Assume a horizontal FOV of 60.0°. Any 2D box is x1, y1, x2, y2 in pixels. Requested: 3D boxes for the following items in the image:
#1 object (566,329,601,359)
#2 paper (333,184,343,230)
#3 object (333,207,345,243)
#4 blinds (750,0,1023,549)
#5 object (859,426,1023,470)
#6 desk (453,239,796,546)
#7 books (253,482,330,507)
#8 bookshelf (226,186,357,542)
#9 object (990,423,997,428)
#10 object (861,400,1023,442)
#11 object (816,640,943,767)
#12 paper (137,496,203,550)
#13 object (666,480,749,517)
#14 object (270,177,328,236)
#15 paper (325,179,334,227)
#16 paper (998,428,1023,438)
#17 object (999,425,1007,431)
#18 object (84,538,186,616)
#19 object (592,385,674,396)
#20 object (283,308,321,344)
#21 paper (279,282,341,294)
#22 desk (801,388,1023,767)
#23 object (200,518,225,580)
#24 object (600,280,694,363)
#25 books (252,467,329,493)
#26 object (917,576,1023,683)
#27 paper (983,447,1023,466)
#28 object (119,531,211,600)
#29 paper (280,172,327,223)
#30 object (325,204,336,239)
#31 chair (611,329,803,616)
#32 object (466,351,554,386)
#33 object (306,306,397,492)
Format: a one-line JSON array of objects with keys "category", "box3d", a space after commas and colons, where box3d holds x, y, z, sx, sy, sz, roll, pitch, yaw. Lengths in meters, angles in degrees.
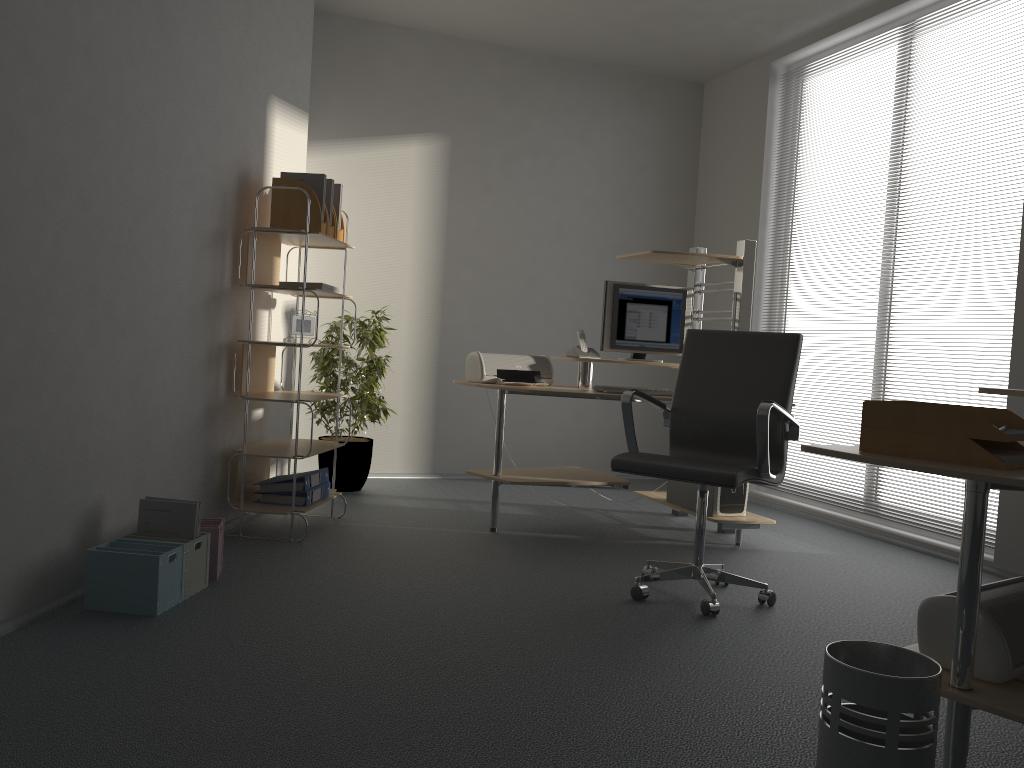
[{"category": "object", "box3d": [0.382, -0.214, 4.712, 0.150, 0.151, 0.119, 2, 3, -35]}, {"category": "paper", "box3d": [-0.953, -0.845, 4.403, 0.213, 0.297, 0.045, 4, 2, 10]}, {"category": "object", "box3d": [-0.956, -0.825, 4.383, 0.243, 0.259, 0.113, 4, 2, 10]}, {"category": "blinds", "box3d": [2.067, -0.636, 5.074, 0.037, 2.749, 1.950, 3, 2, -21]}, {"category": "object", "box3d": [0.972, 0.135, 1.963, 0.225, 0.060, 0.309, 1, 3, -42]}, {"category": "desk", "box3d": [0.539, -0.012, 4.521, 1.469, 1.566, 0.967, 3, 2, -21]}, {"category": "books", "box3d": [-1.048, 0.515, 4.240, 0.262, 0.072, 0.320, 4, 2, 7]}, {"category": "bookshelf", "box3d": [-1.023, -0.094, 4.231, 0.381, 1.572, 0.724, 4, 2, 6]}, {"category": "object", "box3d": [1.038, 0.093, 1.913, 0.008, 0.009, 0.159, 4, 2, 24]}, {"category": "object", "box3d": [0.975, 0.079, 1.961, 0.225, 0.060, 0.309, 1, 3, -42]}, {"category": "object", "box3d": [0.697, 0.712, 1.704, 0.208, 0.377, 0.208, 4, 2, 23]}, {"category": "paper", "box3d": [-1.209, 0.559, 3.112, 0.220, 0.306, 0.068, 4, 2, 6]}, {"category": "object", "box3d": [1.031, 0.446, 4.654, 0.199, 0.422, 0.471, 3, 2, -21]}, {"category": "object", "box3d": [-0.987, -0.817, 4.137, 0.243, 0.259, 0.113, 4, 2, 4]}, {"category": "paper", "box3d": [-0.973, -0.842, 4.280, 0.213, 0.297, 0.045, 4, 2, 7]}, {"category": "paper", "box3d": [0.975, 0.095, 1.961, 0.210, 0.010, 0.297, 1, 3, -42]}, {"category": "object", "box3d": [1.043, 0.094, 1.884, 0.008, 0.009, 0.159, 5, 3, 33]}, {"category": "object", "box3d": [-1.234, 0.636, 2.916, 0.245, 0.202, 0.185, 4, 2, 6]}, {"category": "object", "box3d": [0.583, 0.047, 4.650, 0.478, 0.082, 0.814, 3, 2, -13]}, {"category": "object", "box3d": [-0.991, -0.273, 4.213, 0.077, 0.161, 0.192, 5, 2, 25]}, {"category": "paper", "box3d": [-0.977, -0.463, 4.309, 0.213, 0.046, 0.297, 4, 2, 6]}, {"category": "desk", "box3d": [1.531, 0.151, 1.914, 1.469, 1.566, 0.967, 3, 2, -21]}, {"category": "object", "box3d": [-1.220, 0.620, 3.327, 0.245, 0.202, 0.185, 3, 2, -12]}, {"category": "object", "box3d": [0.727, -0.333, 4.861, 0.516, 0.418, 0.245, 3, 2, -6]}, {"category": "books", "box3d": [-1.055, 0.459, 4.239, 0.263, 0.100, 0.320, 4, 2, 7]}, {"category": "object", "box3d": [1.170, 0.547, 1.955, 0.438, 0.162, 0.351, 2, 3, -37]}, {"category": "paper", "box3d": [0.972, 0.147, 1.963, 0.210, 0.019, 0.297, 1, 3, -42]}, {"category": "object", "box3d": [-1.215, 0.629, 3.100, 0.245, 0.202, 0.185, 4, 2, 6]}, {"category": "paper", "box3d": [-0.986, -0.838, 4.157, 0.213, 0.297, 0.045, 4, 2, 4]}, {"category": "object", "box3d": [-0.976, -0.821, 4.260, 0.243, 0.259, 0.113, 4, 2, 7]}, {"category": "chair", "box3d": [0.753, 0.303, 3.438, 0.584, 1.048, 0.652, 5, 3, 35]}, {"category": "object", "box3d": [0.027, -0.077, 4.580, 0.438, 0.162, 0.351, 2, 3, -29]}, {"category": "object", "box3d": [-0.966, 0.081, 5.388, 0.544, 1.147, 0.644, 4, 2, 8]}]
